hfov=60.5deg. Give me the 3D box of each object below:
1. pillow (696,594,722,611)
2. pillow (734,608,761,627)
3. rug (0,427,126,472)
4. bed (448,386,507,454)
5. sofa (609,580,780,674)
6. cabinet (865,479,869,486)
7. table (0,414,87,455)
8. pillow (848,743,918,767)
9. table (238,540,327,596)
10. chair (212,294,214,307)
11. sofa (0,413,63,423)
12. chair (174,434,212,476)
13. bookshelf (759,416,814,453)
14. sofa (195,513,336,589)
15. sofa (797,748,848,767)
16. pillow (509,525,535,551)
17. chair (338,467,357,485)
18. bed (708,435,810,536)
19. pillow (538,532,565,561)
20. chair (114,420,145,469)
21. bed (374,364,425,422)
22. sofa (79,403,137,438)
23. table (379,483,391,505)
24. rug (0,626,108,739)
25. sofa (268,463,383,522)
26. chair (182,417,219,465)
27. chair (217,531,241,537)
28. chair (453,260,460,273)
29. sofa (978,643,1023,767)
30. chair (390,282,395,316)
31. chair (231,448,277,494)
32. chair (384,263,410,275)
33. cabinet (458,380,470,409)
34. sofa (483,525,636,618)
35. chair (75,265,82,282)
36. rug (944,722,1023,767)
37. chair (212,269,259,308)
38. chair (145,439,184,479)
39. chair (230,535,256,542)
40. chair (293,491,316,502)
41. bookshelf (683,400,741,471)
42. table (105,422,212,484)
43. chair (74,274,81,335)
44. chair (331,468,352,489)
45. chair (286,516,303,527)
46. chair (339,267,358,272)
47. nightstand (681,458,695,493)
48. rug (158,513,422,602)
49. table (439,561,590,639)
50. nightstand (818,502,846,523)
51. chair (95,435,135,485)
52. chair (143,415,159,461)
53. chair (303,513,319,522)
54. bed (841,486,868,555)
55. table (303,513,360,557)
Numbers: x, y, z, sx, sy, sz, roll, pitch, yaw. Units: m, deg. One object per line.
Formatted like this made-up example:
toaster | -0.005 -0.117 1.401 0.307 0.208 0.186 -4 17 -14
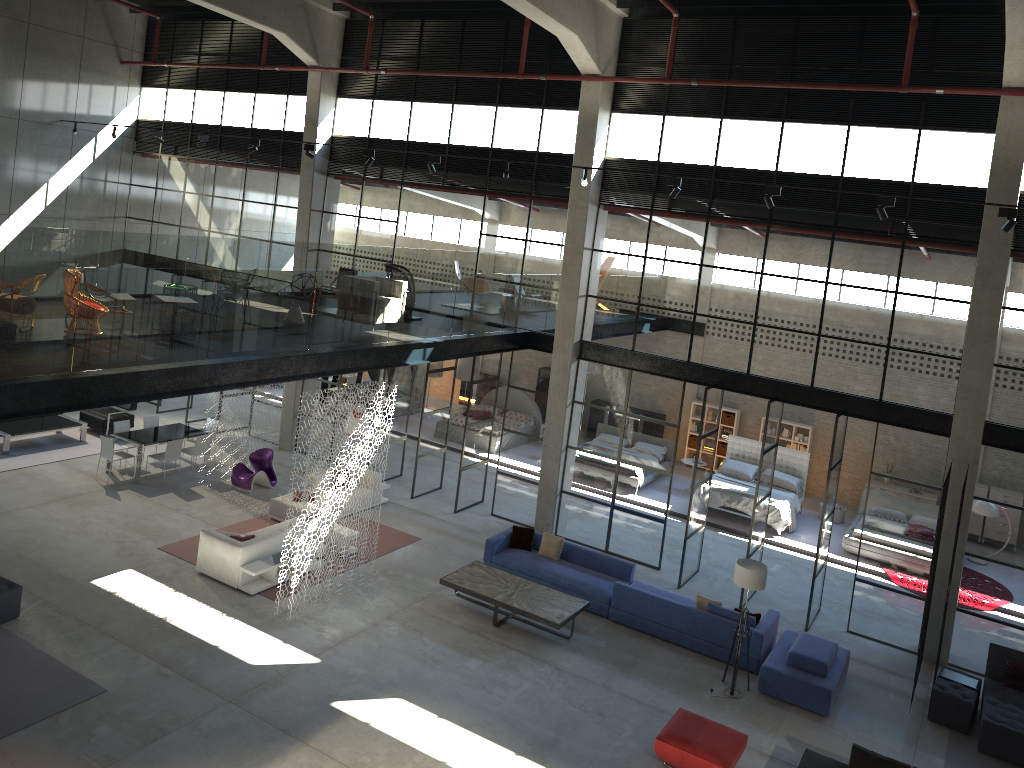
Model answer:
pillow | 2.955 3.385 13.171 0.406 0.379 0.207 11 6 30
pillow | 3.444 3.497 12.936 0.399 0.369 0.261 8 5 8
rug | -9.926 1.268 18.630 2.437 0.025 3.403 13 12 29
bed | -0.583 0.820 23.392 2.053 1.268 2.348 12 10 29
sofa | 2.791 3.502 13.462 2.362 0.716 1.057 13 10 29
cabinet | 9.206 2.844 20.843 1.569 0.694 0.531 13 7 29
table | -10.097 1.055 18.548 0.911 0.404 1.808 12 11 28
pillow | 4.329 4.314 9.110 0.739 0.414 1.613 2 11 -31
table | -3.536 2.844 13.621 0.303 0.365 1.575 10 10 29
chair | -4.374 -1.322 13.467 0.485 0.801 0.503 8 5 4
sofa | -11.156 0.627 19.166 0.829 0.750 2.461 11 11 29
chair | -6.497 1.402 17.914 0.551 0.864 0.420 10 5 29
bookshelf | 6.916 1.824 22.356 1.253 1.745 0.329 10 4 30
sofa | -3.904 2.551 14.116 0.958 0.663 2.145 12 11 29
sofa | 4.015 4.549 9.162 2.130 0.557 1.084 13 11 29
pillow | 0.177 2.661 15.150 0.399 0.369 0.261 8 5 8
chair | -3.240 1.828 17.327 0.378 0.335 0.258 4 7 -27
bed | 5.400 2.217 19.728 2.242 1.405 2.324 12 10 28
pillow | 0.667 2.764 14.915 0.406 0.379 0.207 11 6 30
chair | -7.828 1.239 17.877 0.551 0.864 0.420 10 5 29
bed | -3.946 -0.314 24.992 2.272 2.062 2.318 11 8 29
sofa | -9.223 0.711 20.022 0.961 0.753 0.822 12 8 29
table | -2.925 2.142 17.743 0.911 0.367 0.301 13 8 29
rug | -6.707 3.459 9.223 2.676 0.020 3.642 13 12 29
sofa | -3.506 2.111 16.712 0.952 0.662 2.154 12 11 29
chair | -6.653 1.218 18.782 0.424 0.864 0.545 10 5 29
chair | -4.363 2.400 13.640 0.391 0.269 0.322 8 7 4
chair | -0.905 -2.340 20.593 0.971 1.020 0.805 3 7 -32
sofa | 8.152 4.606 10.844 4.197 0.862 1.831 13 11 29
chair | -2.426 -1.415 15.206 0.813 0.826 0.985 11 8 29
chair | -5.129 1.706 17.549 0.663 0.742 0.798 11 8 29
chair | -2.198 -1.814 17.049 0.687 0.979 0.837 7 6 -1
cabinet | -1.034 0.253 26.888 1.052 1.152 0.449 11 5 29
sofa | 0.776 3.081 14.642 2.362 0.599 1.057 13 10 29
chair | -5.662 -1.210 12.108 0.778 0.764 0.641 3 8 -35
rug | 6.938 5.050 10.007 3.669 0.020 2.657 13 12 29
chair | -4.499 -1.492 14.250 0.644 0.813 0.588 5 6 -26
chair | -6.846 1.472 17.308 0.551 0.864 0.420 10 5 29
chair | -4.140 2.449 13.485 0.401 0.333 0.287 5 6 -15
chair | -3.821 2.054 16.137 0.413 0.107 0.414 5 10 -14
bookshelf | 5.298 1.444 23.285 1.253 1.745 0.329 10 4 30
table | -7.170 1.375 17.898 0.910 0.750 1.808 11 10 29
chair | -5.433 -1.045 11.172 0.568 0.790 0.597 7 5 -5
chair | -3.321 1.853 17.139 0.409 0.333 0.260 3 7 -27
chair | -3.619 2.342 14.363 0.271 0.315 0.396 9 8 16
chair | -3.259 -1.777 16.581 0.525 0.818 0.557 10 6 29
nightstand | 4.296 2.202 20.929 0.601 0.694 0.609 7 6 1
rug | -3.686 2.737 15.071 2.676 0.020 3.642 13 12 29
table | 0.013 3.333 13.347 2.087 0.395 1.030 13 11 29
nightstand | 7.329 2.947 20.092 0.585 0.296 0.482 12 9 26
chair | -7.672 1.423 17.010 0.424 0.864 0.545 10 5 29
chair | -7.479 1.169 18.484 0.551 0.864 0.420 10 5 29
chair | -3.438 2.319 14.606 0.271 0.319 0.396 11 8 31
bed | 8.271 3.068 18.411 2.267 0.916 2.564 13 11 29
table | -3.191 2.605 15.116 1.215 0.367 0.301 13 8 29
